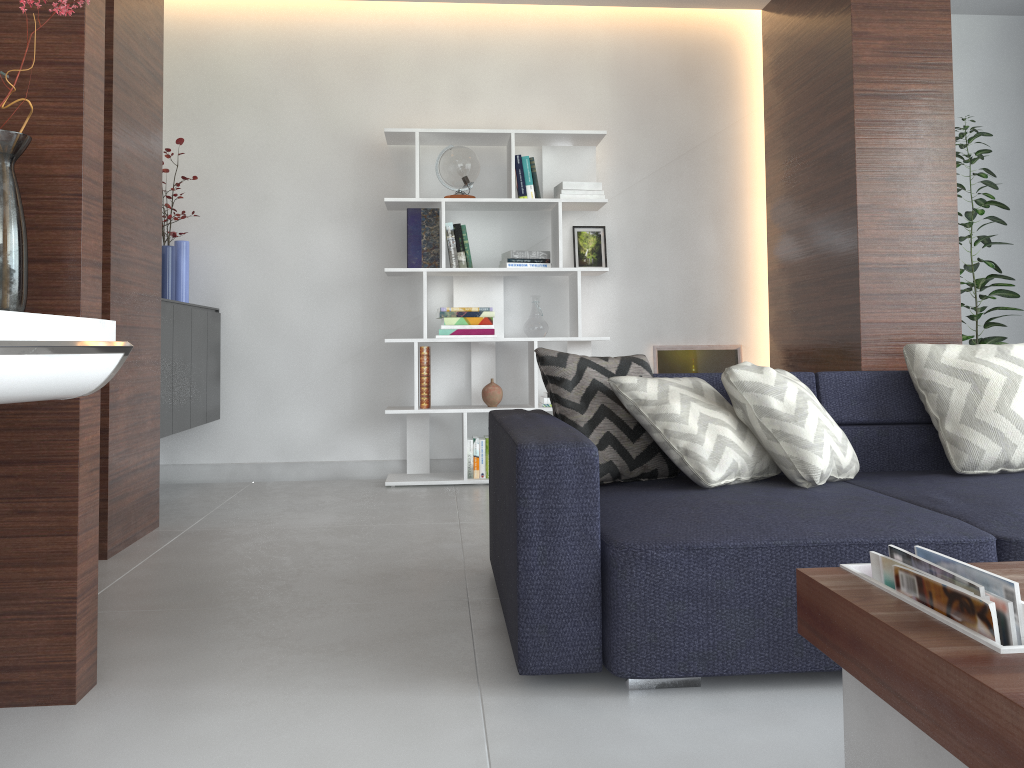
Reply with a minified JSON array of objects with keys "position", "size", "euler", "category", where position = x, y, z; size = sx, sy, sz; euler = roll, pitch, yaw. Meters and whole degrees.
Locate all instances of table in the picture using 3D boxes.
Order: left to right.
[{"position":[0.882,0.466,1.024],"size":[0.800,0.353,0.805],"euler":[-1,2,-5],"category":"table"}]

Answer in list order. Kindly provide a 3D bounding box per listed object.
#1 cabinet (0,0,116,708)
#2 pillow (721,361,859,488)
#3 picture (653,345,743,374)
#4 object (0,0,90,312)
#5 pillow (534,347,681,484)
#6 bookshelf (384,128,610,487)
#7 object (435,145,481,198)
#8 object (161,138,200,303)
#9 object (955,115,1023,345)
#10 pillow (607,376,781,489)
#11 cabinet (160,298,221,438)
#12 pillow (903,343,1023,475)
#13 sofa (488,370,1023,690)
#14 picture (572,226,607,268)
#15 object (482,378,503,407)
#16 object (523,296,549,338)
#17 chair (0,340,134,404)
[{"position":[-1.104,-0.582,0.248],"size":[0.786,2.557,3.331],"euler":[0,0,-5],"category":"cabinet"},{"position":[0.803,0.109,2.525],"size":[0.280,0.352,0.418],"euler":[-1,0,38],"category":"pillow"},{"position":[1.034,0.136,4.845],"size":[0.500,0.701,0.083],"euler":[0,-3,-5],"category":"picture"},{"position":[-0.936,-0.491,1.612],"size":[0.387,0.737,0.197],"euler":[0,-2,-23],"category":"object"},{"position":[0.290,0.085,2.555],"size":[0.415,0.387,0.221],"euler":[-1,-1,-34],"category":"pillow"},{"position":[-0.083,-0.406,4.656],"size":[1.150,1.826,0.299],"euler":[0,-3,-5],"category":"bookshelf"},{"position":[-0.281,-1.065,4.630],"size":[0.235,0.384,0.220],"euler":[-1,-2,15],"category":"object"},{"position":[-1.770,-0.821,4.512],"size":[0.270,0.864,0.271],"euler":[-1,-2,10],"category":"object"},{"position":[2.304,-0.433,4.403],"size":[0.483,1.851,0.502],"euler":[1,-3,-36],"category":"object"},{"position":[0.522,0.122,2.473],"size":[0.416,0.295,0.330],"euler":[-1,0,-43],"category":"pillow"},{"position":[-1.687,-0.081,4.085],"size":[0.398,0.585,1.130],"euler":[0,1,-5],"category":"cabinet"},{"position":[1.477,0.068,2.646],"size":[0.495,0.389,0.342],"euler":[-1,-1,-5],"category":"pillow"},{"position":[1.435,0.294,1.972],"size":[2.872,0.610,1.898],"euler":[-1,2,-5],"category":"sofa"},{"position":[0.427,-0.741,4.844],"size":[0.182,0.257,0.058],"euler":[0,-2,-5],"category":"picture"},{"position":[-0.103,0.045,4.618],"size":[0.111,0.148,0.122],"euler":[0,-1,-8],"category":"object"},{"position":[0.125,-0.352,4.633],"size":[0.132,0.220,0.132],"euler":[-1,-1,1],"category":"object"},{"position":[-0.868,0.296,1.248],"size":[0.463,0.711,0.395],"euler":[-1,-2,13],"category":"chair"}]
